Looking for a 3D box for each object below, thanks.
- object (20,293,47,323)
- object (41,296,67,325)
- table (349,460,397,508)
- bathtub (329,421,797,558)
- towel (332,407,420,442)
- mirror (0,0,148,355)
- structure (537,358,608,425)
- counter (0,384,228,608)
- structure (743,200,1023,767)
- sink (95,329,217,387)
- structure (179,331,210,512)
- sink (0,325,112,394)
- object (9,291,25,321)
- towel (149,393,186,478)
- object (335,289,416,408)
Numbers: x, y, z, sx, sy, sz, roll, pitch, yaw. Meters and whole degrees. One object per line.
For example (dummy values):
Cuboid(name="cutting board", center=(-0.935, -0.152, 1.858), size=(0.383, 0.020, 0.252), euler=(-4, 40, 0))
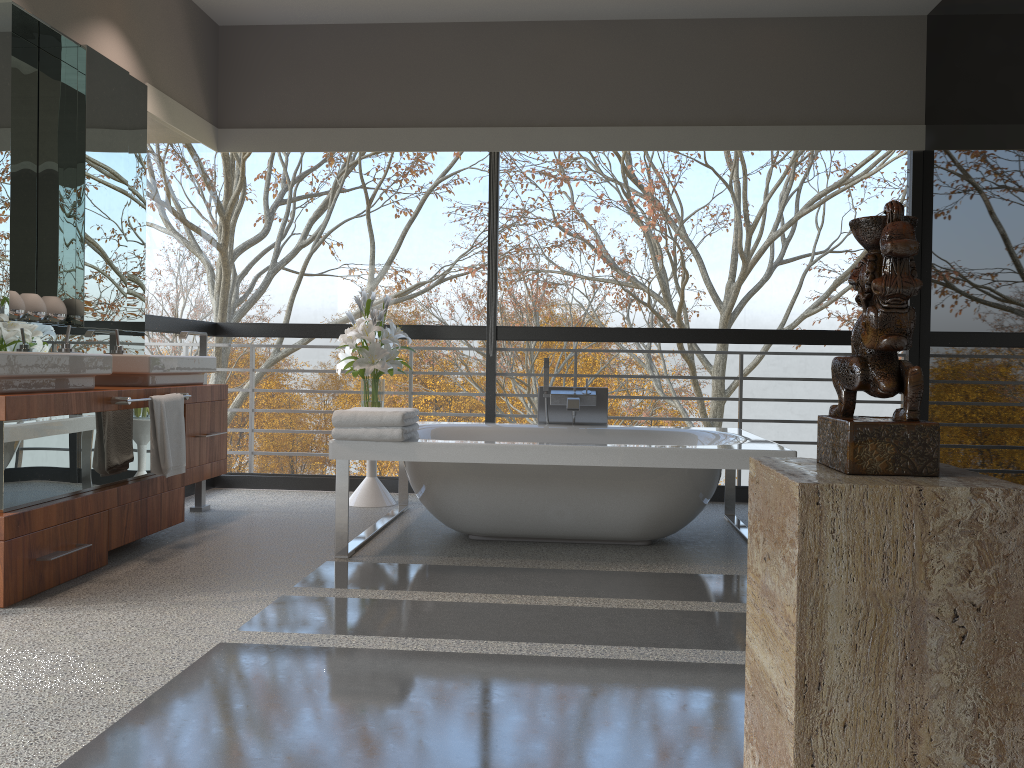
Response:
Cuboid(name="object", center=(-2.150, -0.336, 3.953), size=(0.136, 0.130, 0.136), euler=(0, 1, -43))
Cuboid(name="object", center=(-2.138, -0.339, 4.110), size=(0.136, 0.130, 0.136), euler=(0, 1, -43))
Cuboid(name="table", center=(-0.833, 0.470, 5.267), size=(0.307, 0.478, 0.307), euler=(1, 1, -12))
Cuboid(name="bathtub", center=(0.242, 0.494, 4.371), size=(1.958, 0.504, 1.328), euler=(1, 1, 5))
Cuboid(name="towel", center=(-0.590, 0.181, 3.898), size=(0.322, 0.145, 0.305), euler=(1, 1, 7))
Cuboid(name="mirror", center=(-2.161, -0.786, 3.919), size=(0.253, 1.617, 1.790), euler=(1, 1, 5))
Cuboid(name="structure", center=(0.336, 0.297, 4.968), size=(0.402, 0.884, 0.330), euler=(1, 1, 5))
Cuboid(name="counter", center=(-1.795, 0.370, 3.878), size=(0.524, 0.704, 1.848), euler=(1, 1, 5))
Cuboid(name="structure", center=(0.511, 0.282, 1.258), size=(0.292, 1.074, 0.328), euler=(1, 1, 5))
Cuboid(name="sink", center=(-1.794, -0.127, 4.422), size=(0.352, 0.266, 0.750), euler=(1, 1, 5))
Cuboid(name="structure", center=(-1.735, 0.211, 4.834), size=(0.069, 0.988, 0.303), euler=(1, 1, 5))
Cuboid(name="sink", center=(-1.878, -0.105, 3.363), size=(0.352, 0.266, 0.750), euler=(1, 1, 5))
Cuboid(name="object", center=(-2.162, -0.333, 3.800), size=(0.136, 0.130, 0.136), euler=(0, 1, -43))
Cuboid(name="towel", center=(-1.517, 0.227, 3.930), size=(0.079, 0.368, 0.302), euler=(1, 1, 5))
Cuboid(name="object", center=(-0.837, -0.167, 5.254), size=(0.450, 0.796, 0.460), euler=(1, 1, 32))
